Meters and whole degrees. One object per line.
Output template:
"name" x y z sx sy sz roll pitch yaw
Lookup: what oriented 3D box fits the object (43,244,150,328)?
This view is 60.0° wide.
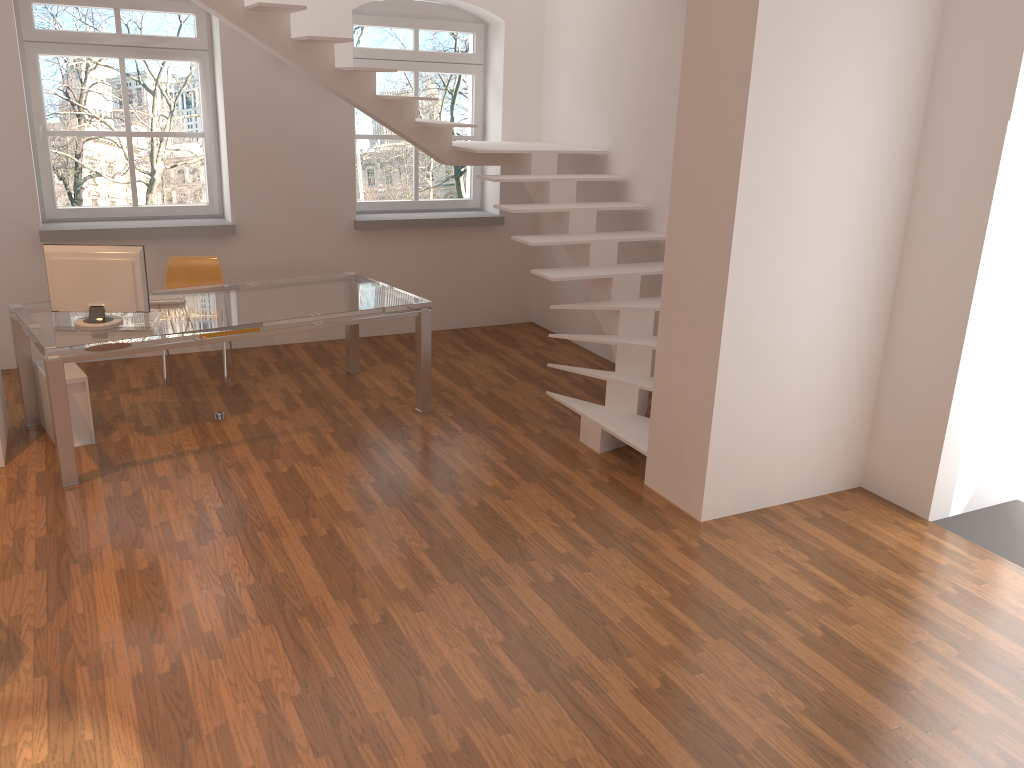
"object" -2.287 -0.541 4.836 0.516 0.418 0.245 3 18 2

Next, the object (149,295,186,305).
"object" -2.229 -0.512 5.375 0.467 0.031 0.200 -3 19 -16

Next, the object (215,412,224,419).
"object" -1.871 0.200 5.677 0.054 0.035 0.115 -3 19 -16

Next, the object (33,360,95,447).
"object" -2.652 0.108 5.248 0.200 0.422 0.474 -11 22 -35

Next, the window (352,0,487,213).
"window" -0.824 -2.339 7.582 1.308 1.737 0.142 -7 20 -26

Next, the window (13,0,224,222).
"window" -2.874 -2.086 6.584 1.308 1.737 0.142 -7 20 -26

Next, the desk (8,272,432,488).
"desk" -1.748 -0.141 5.552 2.239 0.750 1.092 -11 22 -35

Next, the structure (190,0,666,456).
"structure" -1.054 -1.257 5.381 4.630 3.042 3.450 -7 20 -26

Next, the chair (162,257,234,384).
"chair" -2.255 -0.455 6.299 0.495 0.829 0.464 -2 19 -12
